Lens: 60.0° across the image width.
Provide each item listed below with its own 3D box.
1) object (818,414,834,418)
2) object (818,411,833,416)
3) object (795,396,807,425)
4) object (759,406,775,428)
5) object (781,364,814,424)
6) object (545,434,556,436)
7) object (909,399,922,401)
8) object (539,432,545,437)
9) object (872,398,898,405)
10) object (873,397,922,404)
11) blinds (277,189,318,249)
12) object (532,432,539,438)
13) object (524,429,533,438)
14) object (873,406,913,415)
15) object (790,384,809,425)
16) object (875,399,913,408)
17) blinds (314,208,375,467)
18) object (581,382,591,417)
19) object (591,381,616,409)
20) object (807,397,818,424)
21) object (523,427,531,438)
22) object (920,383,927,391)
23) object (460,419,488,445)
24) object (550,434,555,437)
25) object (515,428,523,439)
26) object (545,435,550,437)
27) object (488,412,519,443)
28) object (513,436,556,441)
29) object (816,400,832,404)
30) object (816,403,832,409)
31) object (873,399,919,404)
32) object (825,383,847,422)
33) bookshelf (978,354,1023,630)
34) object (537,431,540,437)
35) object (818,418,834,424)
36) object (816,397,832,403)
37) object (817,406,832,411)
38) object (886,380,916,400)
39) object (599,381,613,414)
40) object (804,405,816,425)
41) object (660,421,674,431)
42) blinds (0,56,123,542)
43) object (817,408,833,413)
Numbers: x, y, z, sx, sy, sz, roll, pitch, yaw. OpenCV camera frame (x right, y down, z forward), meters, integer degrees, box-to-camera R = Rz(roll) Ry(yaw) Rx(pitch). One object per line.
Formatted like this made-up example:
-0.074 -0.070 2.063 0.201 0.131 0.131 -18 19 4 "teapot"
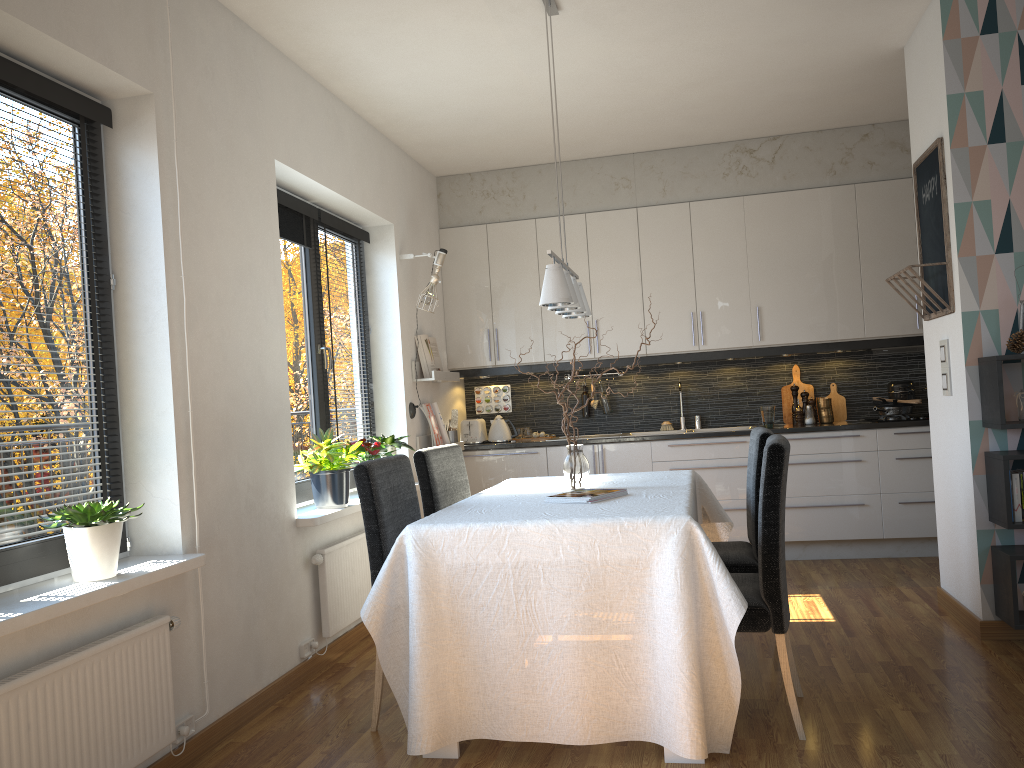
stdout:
2.122 0.226 5.994 0.100 0.048 0.099 -4 -1 30 "object"
2.119 0.209 5.995 0.099 0.051 0.099 -4 -1 -2 "object"
1.948 0.181 5.986 0.080 0.192 0.058 -4 -1 -4 "object"
1.700 0.220 5.891 0.102 0.146 0.102 -4 -1 12 "object"
2.012 0.070 6.244 0.219 0.419 0.029 -4 0 12 "object"
0.240 0.378 6.570 0.173 0.026 0.021 -4 -1 21 "object"
2.562 0.120 5.901 0.065 0.021 0.336 -3 -1 -29 "object"
0.220 0.369 6.447 0.043 0.043 0.044 -4 -1 9 "object"
2.544 0.122 5.922 0.246 0.080 0.356 -4 -1 15 "object"
2.542 0.109 5.868 0.059 0.061 0.334 -3 -1 -35 "object"
-1.113 -0.821 4.319 0.049 0.229 0.710 -4 -1 12 "blinds"
0.171 0.372 6.433 0.045 0.045 0.046 -4 -1 15 "object"
0.121 0.364 6.481 0.065 0.064 0.065 -4 -1 12 "object"
2.517 0.174 5.948 0.351 0.061 0.232 -3 -1 -15 "object"
1.973 0.136 6.066 0.123 0.282 0.061 -4 0 12 "object"
2.532 0.137 5.924 0.347 0.082 0.243 -3 -2 -42 "object"
-0.919 -0.220 5.045 0.049 1.422 0.710 -4 -1 12 "blinds"
0.541 0.116 6.530 0.060 0.256 0.060 -4 -1 34 "object"
0.666 0.081 6.502 0.188 0.203 0.072 -4 -1 -1 "object"
2.030 0.180 5.996 0.058 0.184 0.058 -4 -1 44 "object"
0.104 0.361 6.554 0.071 0.076 0.071 -4 -1 12 "object"
2.792 0.030 5.862 0.371 0.169 0.203 -3 -1 -16 "object"
-0.278 0.349 6.411 0.175 0.192 0.253 -4 -1 12 "object"
0.227 0.382 6.551 0.024 0.017 0.249 -3 -2 -43 "object"
0.048 0.363 6.475 0.071 0.076 0.071 -4 -1 4 "object"
0.203 0.386 6.543 0.024 0.015 0.249 -3 -1 -33 "object"
-0.081 0.321 6.361 0.178 0.236 0.204 -3 -1 -42 "object"
0.143 0.402 6.513 0.335 0.012 0.213 -4 -1 14 "object"
2.109 0.132 5.994 0.100 0.036 0.100 -5 -2 40 "object"
2.110 0.149 5.994 0.100 0.036 0.100 -4 -1 5 "object"
2.530 0.117 5.859 0.064 0.044 0.335 -3 -1 -26 "object"
2.251 0.128 6.187 0.146 0.273 0.043 -4 0 12 "object"
2.579 0.446 3.534 1.190 1.200 0.237 -4 0 12 "bookshelf"
0.187 0.368 6.490 0.044 0.050 0.043 -3 -1 -35 "object"
2.126 0.248 5.994 0.100 0.036 0.100 -5 -2 44 "object"
2.109 0.111 5.993 0.100 0.047 0.099 -4 -1 8 "object"
2.113 0.167 5.997 0.099 0.057 0.101 -4 -1 24 "object"
2.622 0.055 5.972 0.190 0.159 0.197 -3 -1 -32 "object"
0.685 0.099 6.484 0.093 0.242 0.074 -4 -1 -15 "object"
1.990 0.206 5.934 0.069 0.135 0.069 -4 -1 -13 "object"
1.113 0.302 6.380 0.097 0.065 0.100 -4 -1 4 "object"
-1.421 -0.240 2.684 0.049 1.422 0.710 -4 -1 12 "blinds"
2.116 0.188 5.998 0.099 0.043 0.100 -4 -1 0 "object"
